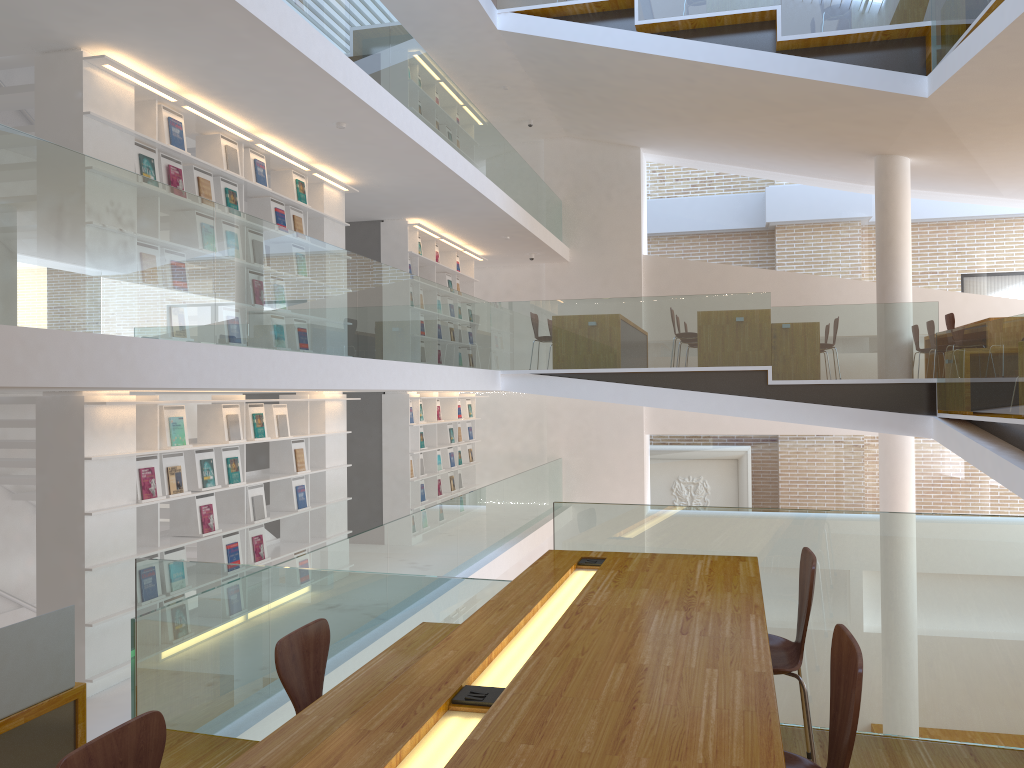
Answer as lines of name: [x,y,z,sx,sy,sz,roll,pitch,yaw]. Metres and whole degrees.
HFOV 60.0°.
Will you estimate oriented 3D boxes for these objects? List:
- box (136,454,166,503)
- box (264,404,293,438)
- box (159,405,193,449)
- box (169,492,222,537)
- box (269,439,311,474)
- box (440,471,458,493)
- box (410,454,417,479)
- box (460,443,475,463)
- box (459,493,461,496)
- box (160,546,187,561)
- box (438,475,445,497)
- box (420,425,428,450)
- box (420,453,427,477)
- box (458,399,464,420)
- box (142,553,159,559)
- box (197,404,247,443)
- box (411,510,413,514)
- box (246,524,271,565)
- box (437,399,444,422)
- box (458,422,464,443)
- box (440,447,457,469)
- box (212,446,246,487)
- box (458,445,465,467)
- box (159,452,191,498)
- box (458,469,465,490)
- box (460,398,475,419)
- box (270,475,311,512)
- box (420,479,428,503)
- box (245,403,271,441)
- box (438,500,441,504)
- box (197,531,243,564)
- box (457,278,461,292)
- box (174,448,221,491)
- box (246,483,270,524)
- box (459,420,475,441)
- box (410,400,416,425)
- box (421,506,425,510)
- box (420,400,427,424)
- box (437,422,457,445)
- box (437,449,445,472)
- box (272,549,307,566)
box: [-2.488,0.623,5.876,0.274,0.296,0.245,-1,-1,14]
box: [-2.876,2.024,4.242,0.498,3.764,7.125,-1,-1,14]
box: [-2.417,0.297,6.174,0.274,0.296,0.245,-1,-1,14]
box: [-2.322,0.951,6.519,0.274,0.296,0.245,-1,-1,14]
box: [-1.976,0.643,7.906,0.274,0.296,0.245,-1,-1,14]
box: [-0.923,1.342,12.302,0.274,0.296,0.245,-1,-1,14]
box: [-1.324,0.998,10.729,0.274,0.296,0.245,-1,-1,14]
box: [-0.710,1.021,13.166,0.274,0.296,0.245,-1,-1,14]
box: [-0.835,1.674,12.636,0.274,0.296,0.245,-1,-1,14]
box: [-2.408,1.284,6.158,0.274,0.296,0.245,-1,-1,14]
box: [-1.062,1.337,11.753,0.274,0.296,0.245,-1,-1,14]
box: [-1.230,0.669,11.120,0.274,0.296,0.245,-1,-1,14]
box: [-1.232,1.002,11.094,0.274,0.296,0.245,-1,-1,14]
box: [-0.848,0.360,12.651,0.274,0.296,0.245,-1,-1,14]
box: [-2.481,1.281,5.871,0.274,0.296,0.245,-1,-1,14]
box: [-2.243,0.304,6.863,0.274,0.296,0.245,-1,-1,14]
box: [-1.318,1.657,10.720,0.274,0.296,0.245,-1,-1,14]
box: [-2.145,1.294,7.204,0.274,0.296,0.245,-1,-1,14]
box: [-1.071,0.350,11.757,0.274,0.296,0.245,-1,-1,14]
box: [-0.845,0.688,12.647,0.274,0.296,0.245,-1,-1,14]
box: [-0.930,1.013,12.293,0.274,0.296,0.245,-1,-1,14]
box: [-2.242,0.633,6.852,0.274,0.296,0.245,-1,-1,14]
box: [-0.844,1.016,12.634,0.274,0.296,0.245,-1,-1,14]
box: [-2.426,0.627,6.173,0.274,0.296,0.245,-1,-1,14]
box: [-0.836,1.345,12.649,0.274,0.296,0.245,-1,-1,14]
box: [-0.719,0.364,13.161,0.274,0.296,0.245,-1,-1,14]
box: [-1.972,0.971,7.904,0.274,0.296,0.245,-1,-1,14]
box: [-1.220,1.331,11.127,0.274,0.296,0.245,-1,-1,14]
box: [-2.152,0.307,7.225,0.274,0.296,0.245,-1,-1,14]
box: [-1.058,1.666,11.750,0.274,0.296,0.245,-1,-1,14]
box: [-2.236,1.291,6.840,0.274,0.296,0.245,-1,-1,14]
box: [-0.865,-1.373,12.672,0.274,0.296,0.245,-1,-1,14]
box: [-2.326,0.623,6.517,0.274,0.296,0.245,-1,-1,14]
box: [-2.149,0.965,7.202,0.274,0.296,0.245,-1,-1,14]
box: [-0.716,0.692,13.157,0.274,0.296,0.245,-1,-1,14]
box: [-1.330,0.344,10.739,0.274,0.296,0.245,-1,-1,14]
box: [-1.214,1.660,11.134,0.274,0.296,0.245,-1,-1,14]
box: [-1.239,0.345,11.100,0.274,0.296,0.245,-1,-1,14]
box: [-0.933,0.685,12.296,0.274,0.296,0.245,-1,-1,14]
box: [-1.061,1.008,11.771,0.274,0.296,0.245,-1,-1,14]
box: [-1.960,1.629,7.920,0.274,0.296,0.245,-1,-1,14]
